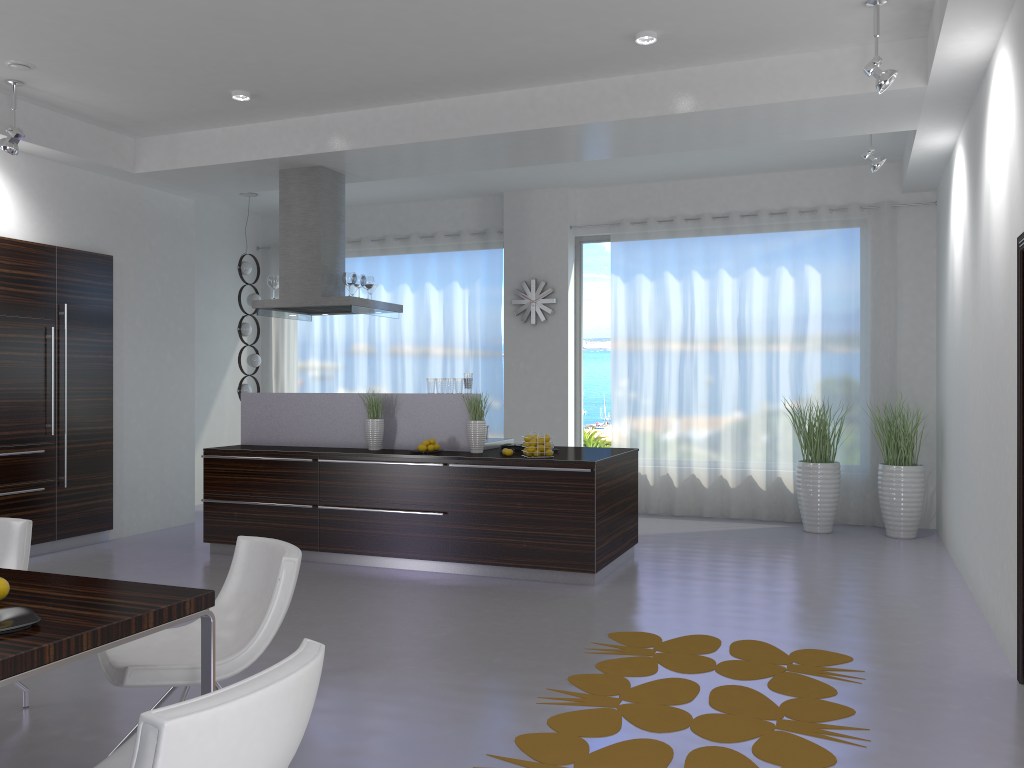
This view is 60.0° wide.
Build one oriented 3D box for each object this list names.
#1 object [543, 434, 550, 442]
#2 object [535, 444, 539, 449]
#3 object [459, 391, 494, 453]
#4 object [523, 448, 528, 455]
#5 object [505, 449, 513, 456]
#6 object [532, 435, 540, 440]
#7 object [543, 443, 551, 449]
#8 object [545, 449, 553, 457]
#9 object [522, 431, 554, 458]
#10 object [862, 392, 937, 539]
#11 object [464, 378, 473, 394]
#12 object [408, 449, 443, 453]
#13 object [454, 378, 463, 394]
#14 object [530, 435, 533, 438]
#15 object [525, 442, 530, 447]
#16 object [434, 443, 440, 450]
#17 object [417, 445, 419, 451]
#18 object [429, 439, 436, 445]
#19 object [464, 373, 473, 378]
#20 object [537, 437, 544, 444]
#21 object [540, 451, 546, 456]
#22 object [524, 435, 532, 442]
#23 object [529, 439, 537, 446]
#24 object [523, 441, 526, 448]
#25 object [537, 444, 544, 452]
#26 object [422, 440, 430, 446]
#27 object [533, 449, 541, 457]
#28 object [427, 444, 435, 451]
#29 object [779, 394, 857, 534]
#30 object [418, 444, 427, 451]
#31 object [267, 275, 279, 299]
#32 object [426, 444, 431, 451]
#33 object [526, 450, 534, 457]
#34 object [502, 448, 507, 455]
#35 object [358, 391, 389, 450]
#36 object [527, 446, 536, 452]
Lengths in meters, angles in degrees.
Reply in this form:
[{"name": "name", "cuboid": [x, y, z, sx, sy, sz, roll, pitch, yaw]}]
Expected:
[{"name": "object", "cuboid": [0.250, 0.392, 6.367, 0.050, 0.060, 0.059, 0, 0, 21]}, {"name": "object", "cuboid": [0.190, 0.452, 6.336, 0.051, 0.053, 0.062, 0, 0, 29]}, {"name": "object", "cuboid": [-0.262, 0.270, 6.684, 0.269, 0.502, 0.247, 0, 0, -26]}, {"name": "object", "cuboid": [0.109, 0.484, 6.400, 0.060, 0.057, 0.052, 0, 0, 23]}, {"name": "object", "cuboid": [-0.023, 0.496, 6.417, 0.063, 0.051, 0.053, 0, 0, 25]}, {"name": "object", "cuboid": [0.174, 0.390, 6.376, 0.051, 0.053, 0.063, 0, 0, 23]}, {"name": "object", "cuboid": [0.252, 0.441, 6.347, 0.061, 0.054, 0.053, 0, 0, -23]}, {"name": "object", "cuboid": [0.262, 0.491, 6.323, 0.062, 0.052, 0.053, 0, 0, -29]}, {"name": "object", "cuboid": [0.184, 0.433, 6.373, 0.189, 0.174, 0.207, 0, 0, -14]}, {"name": "object", "cuboid": [3.439, 0.708, 8.001, 0.656, 1.334, 0.713, 0, 0, 6]}, {"name": "object", "cuboid": [-0.340, 0.016, 6.902, 0.071, 0.119, 0.072, 0, 0, -29]}, {"name": "object", "cuboid": [-0.655, 0.511, 6.742, 0.232, 0.020, 0.232, 0, 0, 30]}, {"name": "object", "cuboid": [-0.415, 0.016, 6.931, 0.071, 0.119, 0.072, 0, 0, -29]}, {"name": "object", "cuboid": [0.131, 0.398, 6.429, 0.052, 0.060, 0.057, 0, 0, 9]}, {"name": "object", "cuboid": [0.126, 0.439, 6.362, 0.062, 0.053, 0.052, 0, 0, -7]}, {"name": "object", "cuboid": [-0.580, 0.480, 6.762, 0.063, 0.053, 0.051, 0, 0, -28]}, {"name": "object", "cuboid": [-0.693, 0.488, 6.751, 0.063, 0.051, 0.053, 0, 0, 25]}, {"name": "object", "cuboid": [-0.608, 0.440, 6.763, 0.053, 0.048, 0.063, 0, 0, -13]}, {"name": "object", "cuboid": [-0.340, -0.023, 6.902, 0.071, 0.119, 0.072, 0, 0, -29]}, {"name": "object", "cuboid": [0.208, 0.405, 6.315, 0.051, 0.053, 0.063, 0, 0, 34]}, {"name": "object", "cuboid": [0.225, 0.493, 6.370, 0.061, 0.055, 0.050, 0, 0, -23]}, {"name": "object", "cuboid": [0.115, 0.394, 6.379, 0.053, 0.051, 0.063, 0, 0, -21]}, {"name": "object", "cuboid": [0.150, 0.417, 6.313, 0.061, 0.052, 0.053, 0, 0, 34]}, {"name": "object", "cuboid": [0.104, 0.437, 6.420, 0.053, 0.051, 0.063, 0, 0, -10]}, {"name": "object", "cuboid": [0.206, 0.456, 6.309, 0.061, 0.055, 0.051, 0, 0, 0]}, {"name": "object", "cuboid": [-0.654, 0.450, 6.736, 0.061, 0.047, 0.053, 0, 0, 24]}, {"name": "object", "cuboid": [0.177, 0.491, 6.305, 0.051, 0.053, 0.063, 0, 0, 29]}, {"name": "object", "cuboid": [-0.615, 0.485, 6.716, 0.061, 0.054, 0.052, 0, 0, -2]}, {"name": "object", "cuboid": [2.811, 0.708, 8.209, 0.713, 1.334, 0.656, 0, 0, 21]}, {"name": "object", "cuboid": [-0.676, 0.484, 6.694, 0.070, 0.058, 0.060, 0, 0, 20]}, {"name": "object", "cuboid": [-2.082, -0.835, 7.766, 0.125, 0.221, 0.125, 0, 0, -44]}, {"name": "object", "cuboid": [-0.632, 0.485, 6.772, 0.057, 0.060, 0.071, 0, 0, 23]}, {"name": "object", "cuboid": [0.135, 0.490, 6.345, 0.064, 0.063, 0.074, 0, 0, 42]}, {"name": "object", "cuboid": [-0.044, 0.496, 6.477, 0.053, 0.051, 0.063, 0, 0, -10]}, {"name": "object", "cuboid": [-1.100, 0.270, 6.983, 0.269, 0.502, 0.247, 0, 0, 21]}, {"name": "object", "cuboid": [0.139, 0.463, 6.289, 0.061, 0.054, 0.052, 0, 0, -2]}]
